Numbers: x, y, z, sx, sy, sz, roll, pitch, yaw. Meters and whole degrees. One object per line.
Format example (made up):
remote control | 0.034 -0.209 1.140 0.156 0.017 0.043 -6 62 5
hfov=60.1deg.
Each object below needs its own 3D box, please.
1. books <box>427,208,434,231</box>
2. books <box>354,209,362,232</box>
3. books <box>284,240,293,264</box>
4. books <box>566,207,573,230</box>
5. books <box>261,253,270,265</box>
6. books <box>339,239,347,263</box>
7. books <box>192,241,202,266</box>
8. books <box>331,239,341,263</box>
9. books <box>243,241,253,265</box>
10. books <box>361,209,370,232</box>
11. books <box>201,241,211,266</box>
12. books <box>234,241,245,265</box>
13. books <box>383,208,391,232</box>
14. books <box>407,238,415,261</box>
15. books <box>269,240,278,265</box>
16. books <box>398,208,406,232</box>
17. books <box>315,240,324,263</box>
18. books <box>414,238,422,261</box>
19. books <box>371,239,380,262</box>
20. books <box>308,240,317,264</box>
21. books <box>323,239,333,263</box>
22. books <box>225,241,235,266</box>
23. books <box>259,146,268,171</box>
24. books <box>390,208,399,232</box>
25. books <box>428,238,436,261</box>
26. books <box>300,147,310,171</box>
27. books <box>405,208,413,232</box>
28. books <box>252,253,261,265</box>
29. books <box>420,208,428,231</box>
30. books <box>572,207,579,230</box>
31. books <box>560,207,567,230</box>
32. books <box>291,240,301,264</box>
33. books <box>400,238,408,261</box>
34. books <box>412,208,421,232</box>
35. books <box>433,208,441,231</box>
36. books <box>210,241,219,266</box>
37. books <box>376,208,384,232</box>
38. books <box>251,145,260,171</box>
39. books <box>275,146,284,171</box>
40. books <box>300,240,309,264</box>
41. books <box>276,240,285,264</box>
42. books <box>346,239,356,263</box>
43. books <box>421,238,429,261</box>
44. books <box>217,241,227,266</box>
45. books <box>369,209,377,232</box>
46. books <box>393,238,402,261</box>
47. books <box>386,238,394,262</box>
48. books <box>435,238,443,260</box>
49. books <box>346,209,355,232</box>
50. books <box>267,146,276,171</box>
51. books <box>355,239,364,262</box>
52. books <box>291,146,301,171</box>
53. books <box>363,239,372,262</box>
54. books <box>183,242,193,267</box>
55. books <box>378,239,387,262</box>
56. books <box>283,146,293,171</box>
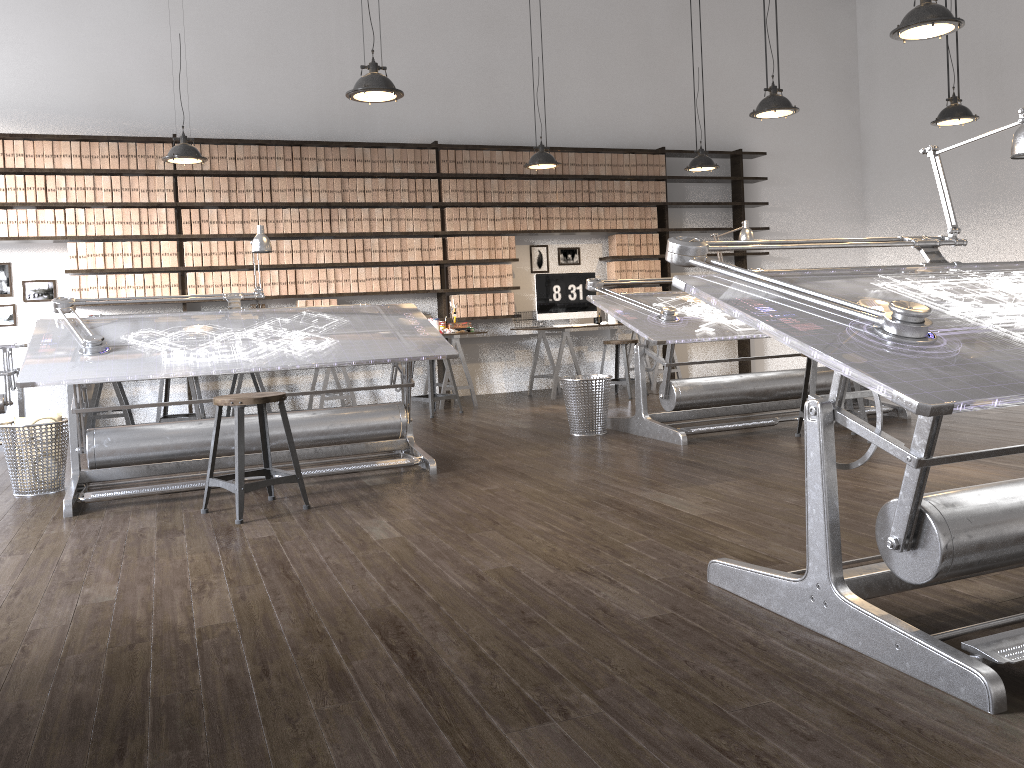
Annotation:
books | -0.801 -1.546 8.415 0.067 0.225 0.175 -4 3 -21
books | -1.435 -1.495 8.168 0.067 0.225 0.175 -4 3 -21
books | -2.018 -1.170 7.939 0.067 0.225 0.175 -4 3 -21
books | 0.546 -1.661 8.947 0.067 0.225 0.174 -4 3 -21
books | -2.202 -1.155 7.869 0.067 0.225 0.175 -4 3 -21
books | -1.562 -1.207 8.119 0.067 0.225 0.175 -4 3 -21
books | -2.723 -1.112 7.658 0.067 0.225 0.175 -4 3 -21
books | -1.619 -1.202 8.091 0.067 0.225 0.175 -4 3 -21
books | -2.332 -1.144 7.814 0.067 0.225 0.174 -4 3 -21
books | -1.370 -1.499 8.187 0.067 0.225 0.175 -4 3 -21
books | -2.656 -1.118 7.684 0.067 0.225 0.175 -4 3 -21
books | -2.400 -1.139 7.792 0.067 0.225 0.175 -4 3 -21
books | -1.183 -1.515 8.262 0.067 0.225 0.175 -4 3 -21
books | -0.972 -1.254 8.350 0.067 0.225 0.175 -4 3 -21
books | -2.137 -1.160 7.888 0.067 0.225 0.175 -4 3 -21
books | -1.054 -1.525 8.318 0.067 0.225 0.174 -4 3 -21
books | -1.755 -1.191 8.042 0.067 0.225 0.174 -4 3 -21
books | -0.910 -1.259 8.372 0.067 0.225 0.175 -4 3 -21
books | -1.286 -1.229 8.225 0.067 0.225 0.174 -4 3 -21
books | -1.822 -1.186 8.020 0.067 0.225 0.174 -4 3 -21
books | -1.687 -1.196 8.065 0.067 0.225 0.175 -4 3 -21
books | -2.467 -1.133 7.760 0.067 0.225 0.175 -4 3 -21
books | -2.213 -1.984 7.855 0.067 0.225 0.175 -4 3 -21
books | -1.119 -1.520 8.291 0.067 0.225 0.175 -4 3 -21
books | -0.782 -1.270 8.429 0.067 0.225 0.174 -4 3 -21
books | -1.877 -2.011 7.988 0.067 0.225 0.175 -4 3 -21
books | -0.988 -1.530 8.340 0.067 0.225 0.174 -4 3 -21
books | -2.268 -1.150 7.843 0.067 0.225 0.174 -4 3 -21
books | -0.858 -1.541 8.387 0.067 0.225 0.175 -4 3 -21
books | 0.612 -1.666 8.971 0.067 0.225 0.175 -4 3 -21
books | 0.483 -1.656 8.918 0.067 0.225 0.174 -4 3 -21
books | -1.950 -1.175 7.963 0.067 0.225 0.175 -4 3 -21
books | -1.031 -1.250 8.328 0.067 0.225 0.175 -4 3 -21
books | -0.920 -1.536 8.363 0.067 0.225 0.175 -4 3 -21
books | -0.736 -1.551 8.441 0.067 0.225 0.175 -4 3 -21
books | -2.598 -1.123 7.711 0.067 0.225 0.175 -4 3 -21
books | -1.251 -1.509 8.237 0.067 0.225 0.175 -4 3 -21
books | -2.274 -1.979 7.825 0.067 0.225 0.175 -4 3 -21
books | -2.080 -1.995 7.903 0.067 0.225 0.174 -4 3 -21
books | -1.886 -1.181 7.993 0.067 0.225 0.175 -4 3 -21
books | -2.077 -1.165 7.917 0.067 0.225 0.175 -4 3 -21
books | -1.493 -1.212 8.149 0.067 0.225 0.175 -4 3 -21
books | -0.846 -1.265 8.401 0.067 0.225 0.175 -4 3 -21
books | -2.538 -1.128 7.738 0.067 0.225 0.175 -4 3 -21
books | -1.310 -1.505 8.215 0.067 0.225 0.175 -4 3 -21
books | -1.091 -1.244 8.299 0.067 0.225 0.175 -4 3 -21
books | -1.156 -1.240 8.280 0.067 0.225 0.175 -4 3 -21
books | -0.719 -1.275 8.446 0.067 0.225 0.175 -4 3 -21
books | -1.501 -1.489 8.142 0.067 0.225 0.174 -4 3 -21
books | -2.148 -1.989 7.881 0.067 0.225 0.174 -4 3 -21
books | -1.422 -1.218 8.170 0.067 0.225 0.175 -4 3 -21
books | -1.944 -2.006 7.956 0.067 0.225 0.175 -4 3 -21
books | -1.354 -1.224 8.203 0.067 0.225 0.175 -4 3 -21
books | -2.791 -1.107 7.635 0.067 0.225 0.174 -4 3 -21
books | -1.222 -1.234 8.254 0.067 0.225 0.174 -4 3 -21
books | -2.016 -2.000 7.933 0.067 0.225 0.175 -4 3 -21
